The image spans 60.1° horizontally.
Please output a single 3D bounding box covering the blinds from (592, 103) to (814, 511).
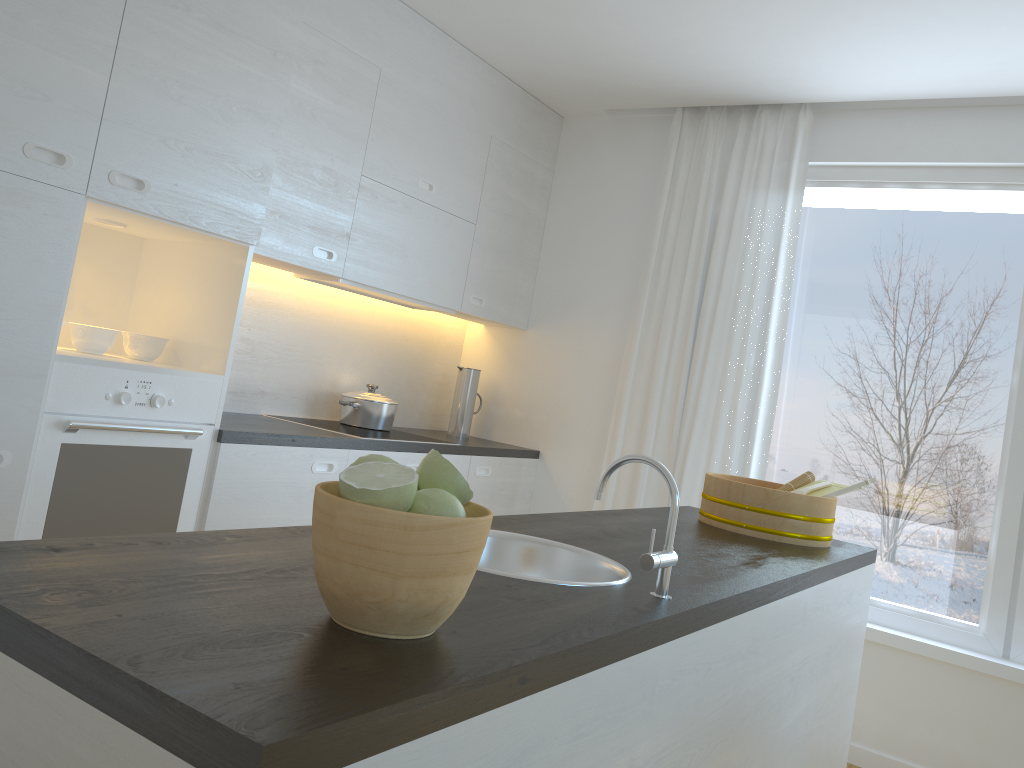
[{"bbox_3d":[0.861,-0.288,4.039,0.798,2.168,0.149,8,-4,32],"label":"blinds"}]

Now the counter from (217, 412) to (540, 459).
[{"bbox_3d":[-0.641,0.221,3.814,0.603,0.040,1.987,10,0,33],"label":"counter"}]

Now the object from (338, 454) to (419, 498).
[{"bbox_3d":[-0.156,0.134,1.050,0.101,0.099,0.087,11,-3,-36],"label":"object"}]

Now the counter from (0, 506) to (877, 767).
[{"bbox_3d":[0.203,0.356,1.807,0.603,0.040,2.384,10,0,33],"label":"counter"}]

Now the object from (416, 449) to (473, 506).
[{"bbox_3d":[-0.081,0.117,1.073,0.073,0.072,0.077,11,-2,-32],"label":"object"}]

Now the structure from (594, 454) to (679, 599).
[{"bbox_3d":[0.188,0.222,1.435,0.163,0.216,0.096,8,-4,33],"label":"structure"}]

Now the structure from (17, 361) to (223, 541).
[{"bbox_3d":[-1.115,0.262,2.564,0.049,0.598,0.557,7,-3,33],"label":"structure"}]

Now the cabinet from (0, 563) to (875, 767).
[{"bbox_3d":[0.123,0.825,1.775,0.603,0.913,2.384,8,-2,33],"label":"cabinet"}]

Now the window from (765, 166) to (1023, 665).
[{"bbox_3d":[2.054,0.101,3.451,2.738,1.925,0.087,9,-4,33],"label":"window"}]

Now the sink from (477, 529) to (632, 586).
[{"bbox_3d":[-0.001,0.374,1.560,0.403,0.157,0.404,10,-1,-15],"label":"sink"}]

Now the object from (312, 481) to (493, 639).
[{"bbox_3d":[-0.134,0.201,1.012,0.204,0.142,0.205,10,-1,-6],"label":"object"}]

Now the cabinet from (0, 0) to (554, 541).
[{"bbox_3d":[-0.854,-0.144,3.302,0.483,2.309,3.179,7,-3,33],"label":"cabinet"}]

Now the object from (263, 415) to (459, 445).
[{"bbox_3d":[-0.639,0.204,3.821,0.564,0.013,0.649,10,0,33],"label":"object"}]

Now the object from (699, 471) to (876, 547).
[{"bbox_3d":[0.775,0.331,2.609,0.427,0.215,0.379,10,-1,-29],"label":"object"}]

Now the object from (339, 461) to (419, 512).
[{"bbox_3d":[-0.148,0.120,0.962,0.086,0.065,0.083,8,-2,45],"label":"object"}]

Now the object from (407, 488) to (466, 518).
[{"bbox_3d":[-0.091,0.160,1.005,0.081,0.086,0.097,10,-2,-2],"label":"object"}]
